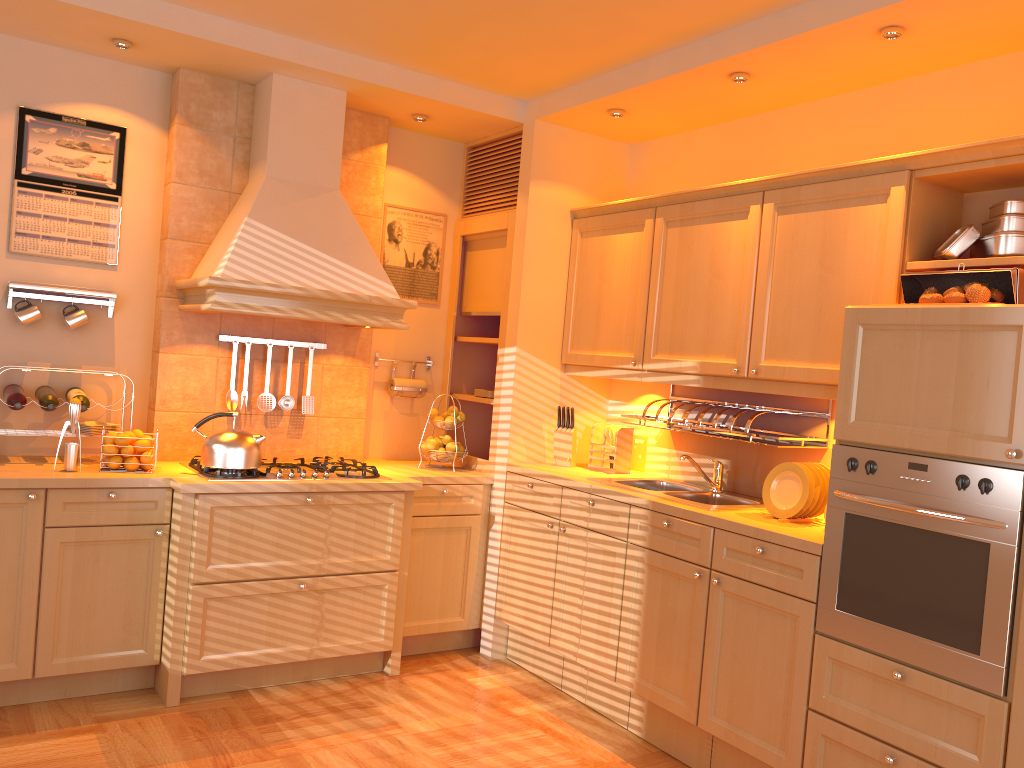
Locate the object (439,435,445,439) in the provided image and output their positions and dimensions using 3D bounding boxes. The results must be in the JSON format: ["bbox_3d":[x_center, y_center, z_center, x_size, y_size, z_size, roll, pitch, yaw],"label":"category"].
[{"bbox_3d":[-0.344,0.277,4.476,0.051,0.048,0.050,5,1,0],"label":"object"}]

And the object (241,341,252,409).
[{"bbox_3d":[-1.214,-0.036,4.050,0.028,0.319,0.006,4,2,-33],"label":"object"}]

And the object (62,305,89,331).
[{"bbox_3d":[-1.856,-0.281,3.771,0.103,0.111,0.066,4,2,-40],"label":"object"}]

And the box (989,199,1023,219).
[{"bbox_3d":[1.571,-0.541,2.787,0.098,0.052,0.140,5,1,3],"label":"box"}]

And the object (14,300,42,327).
[{"bbox_3d":[-2.004,-0.291,3.673,0.103,0.111,0.066,4,2,-40],"label":"object"}]

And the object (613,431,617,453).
[{"bbox_3d":[0.486,0.321,4.209,0.018,0.196,0.022,4,2,-29],"label":"object"}]

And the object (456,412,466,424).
[{"bbox_3d":[-0.263,0.169,4.466,0.058,0.060,0.057,4,1,-12],"label":"object"}]

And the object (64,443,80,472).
[{"bbox_3d":[-1.714,0.285,3.449,0.060,0.106,0.060,5,2,24],"label":"object"}]

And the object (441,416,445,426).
[{"bbox_3d":[-0.360,0.189,4.512,0.057,0.056,0.051,5,1,16],"label":"object"}]

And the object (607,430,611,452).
[{"bbox_3d":[0.461,0.315,4.221,0.042,0.192,0.040,5,1,17],"label":"object"}]

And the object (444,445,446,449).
[{"bbox_3d":[-0.338,0.311,4.522,0.059,0.055,0.058,4,2,-26],"label":"object"}]

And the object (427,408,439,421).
[{"bbox_3d":[-0.400,0.155,4.490,0.061,0.064,0.063,4,2,-24],"label":"object"}]

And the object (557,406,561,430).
[{"bbox_3d":[0.224,0.239,4.317,0.019,0.265,0.037,5,1,21],"label":"object"}]

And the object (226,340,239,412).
[{"bbox_3d":[-1.257,-0.037,4.009,0.055,0.323,0.028,4,2,-33],"label":"object"}]

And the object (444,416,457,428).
[{"bbox_3d":[-0.305,0.189,4.431,0.064,0.063,0.063,4,1,-17],"label":"object"}]

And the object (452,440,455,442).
[{"bbox_3d":[-0.301,0.310,4.473,0.057,0.059,0.058,5,1,20],"label":"object"}]

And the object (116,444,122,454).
[{"bbox_3d":[-1.587,0.260,3.580,0.051,0.053,0.064,5,1,19],"label":"object"}]

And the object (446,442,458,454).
[{"bbox_3d":[-0.297,0.316,4.389,0.063,0.060,0.064,4,1,-18],"label":"object"}]

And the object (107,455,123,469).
[{"bbox_3d":[-1.580,0.311,3.531,0.052,0.057,0.060,5,1,18],"label":"object"}]

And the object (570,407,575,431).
[{"bbox_3d":[0.284,0.244,4.282,0.019,0.265,0.037,6,2,40],"label":"object"}]

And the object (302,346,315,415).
[{"bbox_3d":[-0.959,-0.017,4.211,0.061,0.323,0.020,4,2,-33],"label":"object"}]

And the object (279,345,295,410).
[{"bbox_3d":[-1.056,-0.031,4.168,0.077,0.309,0.037,4,2,-34],"label":"object"}]

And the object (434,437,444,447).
[{"bbox_3d":[-0.368,0.296,4.428,0.063,0.061,0.063,6,2,30],"label":"object"}]

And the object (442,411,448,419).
[{"bbox_3d":[-0.329,0.158,4.481,0.050,0.051,0.051,5,1,-9],"label":"object"}]

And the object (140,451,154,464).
[{"bbox_3d":[-1.470,0.298,3.570,0.052,0.054,0.061,5,1,-6],"label":"object"}]

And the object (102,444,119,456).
[{"bbox_3d":[-1.595,0.263,3.524,0.063,0.051,0.053,4,1,-15],"label":"object"}]

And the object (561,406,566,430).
[{"bbox_3d":[0.243,0.240,4.307,0.019,0.265,0.038,6,2,40],"label":"object"}]

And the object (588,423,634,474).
[{"bbox_3d":[0.475,0.308,4.271,0.103,0.221,0.200,4,2,-33],"label":"object"}]

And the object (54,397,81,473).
[{"bbox_3d":[-1.718,0.194,3.439,0.088,0.288,0.101,4,2,-33],"label":"object"}]

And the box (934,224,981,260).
[{"bbox_3d":[1.431,-0.449,2.850,0.117,0.129,0.098,5,1,3],"label":"box"}]

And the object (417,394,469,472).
[{"bbox_3d":[-0.341,0.238,4.474,0.265,0.376,0.265,5,1,16],"label":"object"}]

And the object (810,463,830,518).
[{"bbox_3d":[1.099,0.389,3.245,0.049,0.200,0.205,4,2,-32],"label":"object"}]

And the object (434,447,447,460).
[{"bbox_3d":[-0.353,0.344,4.396,0.064,0.062,0.064,6,2,44],"label":"object"}]

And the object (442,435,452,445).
[{"bbox_3d":[-0.324,0.279,4.414,0.049,0.052,0.050,4,2,-26],"label":"object"}]

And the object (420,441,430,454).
[{"bbox_3d":[-0.431,0.316,4.428,0.063,0.063,0.063,4,1,-22],"label":"object"}]

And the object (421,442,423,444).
[{"bbox_3d":[-0.444,0.320,4.493,0.056,0.057,0.053,6,2,34],"label":"object"}]

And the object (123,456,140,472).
[{"bbox_3d":[-1.528,0.320,3.561,0.074,0.063,0.064,6,2,37],"label":"object"}]

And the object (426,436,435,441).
[{"bbox_3d":[-0.406,0.292,4.478,0.055,0.058,0.056,5,1,2],"label":"object"}]

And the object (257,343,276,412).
[{"bbox_3d":[-1.127,-0.030,4.101,0.090,0.320,0.017,4,2,-33],"label":"object"}]

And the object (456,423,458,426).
[{"bbox_3d":[-0.302,0.195,4.494,0.058,0.059,0.058,5,1,-2],"label":"object"}]

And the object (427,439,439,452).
[{"bbox_3d":[-0.390,0.303,4.377,0.056,0.063,0.065,6,2,32],"label":"object"}]

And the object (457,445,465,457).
[{"bbox_3d":[-0.267,0.340,4.506,0.059,0.059,0.058,5,1,10],"label":"object"}]

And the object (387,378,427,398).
[{"bbox_3d":[-0.548,0.020,4.632,0.186,0.094,0.096,4,2,-33],"label":"object"}]

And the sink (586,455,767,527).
[{"bbox_3d":[0.715,0.459,3.668,0.465,0.336,0.746,4,2,-33],"label":"sink"}]

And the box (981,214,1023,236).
[{"bbox_3d":[1.567,-0.487,2.788,0.124,0.066,0.177,5,1,3],"label":"box"}]

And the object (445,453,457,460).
[{"bbox_3d":[-0.306,0.356,4.441,0.063,0.061,0.064,6,2,35],"label":"object"}]

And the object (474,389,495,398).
[{"bbox_3d":[-0.088,0.055,4.672,0.222,0.039,0.222,4,1,-16],"label":"object"}]

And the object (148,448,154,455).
[{"bbox_3d":[-1.495,0.287,3.634,0.051,0.055,0.061,5,1,-4],"label":"object"}]

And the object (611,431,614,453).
[{"bbox_3d":[0.476,0.320,4.215,0.020,0.196,0.017,5,1,-8],"label":"object"}]

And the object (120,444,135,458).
[{"bbox_3d":[-1.540,0.268,3.550,0.052,0.053,0.062,4,1,-12],"label":"object"}]

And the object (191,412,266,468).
[{"bbox_3d":[-1.155,0.223,3.661,0.242,0.215,0.251,6,2,44],"label":"object"}]

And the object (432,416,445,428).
[{"bbox_3d":[-0.368,0.191,4.453,0.064,0.058,0.063,5,1,23],"label":"object"}]

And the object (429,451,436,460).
[{"bbox_3d":[-0.388,0.354,4.445,0.052,0.056,0.057,5,1,19],"label":"object"}]

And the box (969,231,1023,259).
[{"bbox_3d":[1.561,-0.418,2.790,0.169,0.090,0.242,5,1,3],"label":"box"}]

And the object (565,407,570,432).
[{"bbox_3d":[0.263,0.242,4.295,0.019,0.265,0.038,6,2,40],"label":"object"}]

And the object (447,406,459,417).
[{"bbox_3d":[-0.295,0.138,4.442,0.055,0.059,0.058,5,1,13],"label":"object"}]

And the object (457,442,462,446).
[{"bbox_3d":[-0.277,0.321,4.549,0.045,0.047,0.046,5,1,12],"label":"object"}]

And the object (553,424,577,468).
[{"bbox_3d":[0.259,0.300,4.312,0.100,0.200,0.070,6,2,30],"label":"object"}]
